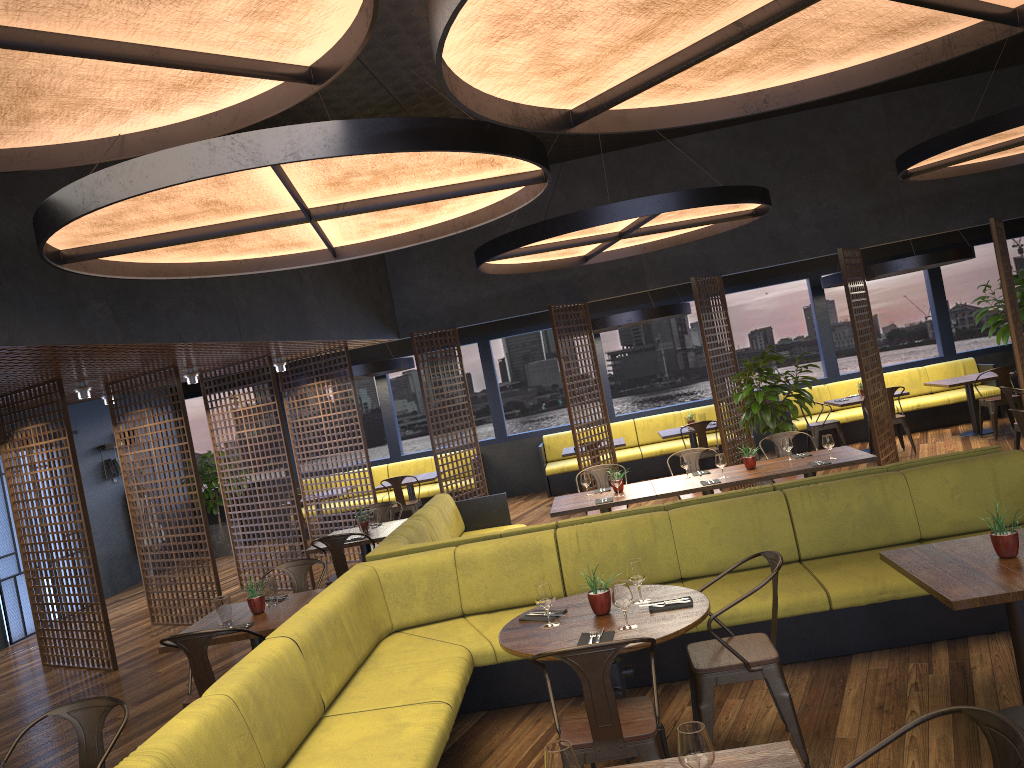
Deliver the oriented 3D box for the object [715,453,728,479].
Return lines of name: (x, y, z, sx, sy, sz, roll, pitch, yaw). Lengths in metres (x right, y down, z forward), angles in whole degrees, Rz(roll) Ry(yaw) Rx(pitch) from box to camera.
object: (1.799, 0.704, 7.608, 0.097, 0.206, 0.097, -11, 1, -39)

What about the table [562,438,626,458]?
table: (1.232, 1.255, 12.634, 0.887, 0.763, 0.906, -11, 1, 5)

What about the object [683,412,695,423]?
object: (2.525, 0.483, 12.501, 0.238, 0.271, 0.260, -10, 1, 27)

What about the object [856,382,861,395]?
object: (4.830, 0.047, 12.268, 0.238, 0.271, 0.260, -10, 1, 27)

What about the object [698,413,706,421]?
object: (2.668, 0.503, 12.410, 0.102, 0.178, 0.102, -11, 1, -9)

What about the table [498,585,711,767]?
table: (0.501, 1.475, 4.206, 1.007, 0.760, 1.007, -10, 1, 43)

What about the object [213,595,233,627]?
object: (-1.797, 1.419, 5.538, 0.102, 0.178, 0.102, -11, 1, -9)

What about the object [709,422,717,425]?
object: (2.843, 0.551, 12.447, 0.157, 0.019, 0.255, -11, 1, 5)

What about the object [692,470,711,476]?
object: (1.722, 0.810, 8.072, 0.157, 0.019, 0.255, -11, 1, 6)

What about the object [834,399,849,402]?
object: (4.572, 0.224, 12.324, 0.157, 0.019, 0.255, -11, 1, 5)

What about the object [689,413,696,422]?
object: (2.585, 0.517, 12.669, 0.102, 0.178, 0.102, -11, 1, -9)

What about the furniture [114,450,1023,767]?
furniture: (0.937, 1.308, 5.046, 4.895, 0.914, 7.462, -11, 1, 1)

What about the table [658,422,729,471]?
table: (2.603, 0.995, 12.502, 0.906, 0.763, 0.887, -11, 1, 5)

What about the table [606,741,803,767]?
table: (0.400, 1.514, 2.201, 0.906, 0.763, 0.887, -11, 1, 5)

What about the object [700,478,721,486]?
object: (1.677, 0.824, 7.509, 0.157, 0.019, 0.255, -11, 1, 6)

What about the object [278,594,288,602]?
object: (-1.620, 1.462, 6.019, 0.255, 0.019, 0.157, -11, 1, 5)

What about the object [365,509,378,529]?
object: (-1.346, 1.304, 8.550, 0.102, 0.178, 0.102, -11, 1, 21)

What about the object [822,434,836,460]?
object: (2.688, 0.536, 7.520, 0.097, 0.206, 0.097, -11, 1, -39)

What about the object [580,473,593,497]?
object: (0.676, 0.913, 8.060, 0.097, 0.206, 0.097, -11, 1, -39)

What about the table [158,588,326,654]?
table: (-1.568, 1.854, 5.707, 0.887, 0.763, 0.906, -11, 1, 5)

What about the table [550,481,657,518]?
table: (0.874, 1.369, 7.875, 0.906, 0.763, 0.887, -11, 1, 5)

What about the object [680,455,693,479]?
object: (1.565, 0.745, 7.972, 0.097, 0.206, 0.097, -11, 1, -39)

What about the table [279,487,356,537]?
table: (-2.777, 2.013, 13.033, 0.887, 0.763, 0.906, -11, 1, 5)

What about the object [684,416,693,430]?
object: (2.460, 0.544, 12.334, 0.102, 0.178, 0.102, -11, 1, -9)

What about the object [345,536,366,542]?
object: (-1.458, 1.411, 8.082, 0.255, 0.019, 0.157, -11, 1, 5)

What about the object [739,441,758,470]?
object: (2.068, 0.615, 7.797, 0.238, 0.271, 0.260, -10, 1, 27)

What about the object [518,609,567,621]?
object: (0.171, 1.141, 4.392, 0.255, 0.019, 0.157, -10, 1, 38)

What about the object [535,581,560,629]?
object: (0.163, 1.048, 4.218, 0.097, 0.206, 0.097, -11, 1, -43)

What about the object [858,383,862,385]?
object: (4.913, 0.076, 12.437, 0.102, 0.178, 0.102, -11, 1, -9)

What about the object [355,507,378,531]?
object: (-1.402, 1.269, 8.379, 0.260, 0.271, 0.238, -11, 1, 7)

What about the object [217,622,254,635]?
object: (-1.711, 1.486, 5.387, 0.255, 0.019, 0.157, -11, 1, 5)

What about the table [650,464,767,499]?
table: (1.760, 1.201, 7.786, 0.906, 0.763, 0.887, -11, 1, 5)

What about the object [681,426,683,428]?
object: (2.565, 0.600, 12.833, 0.255, 0.019, 0.157, -11, 1, 5)

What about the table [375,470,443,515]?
table: (-1.408, 1.754, 12.897, 0.887, 0.763, 0.906, -11, 1, 5)

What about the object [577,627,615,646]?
object: (0.366, 1.108, 3.878, 0.157, 0.019, 0.255, -11, 1, 12)

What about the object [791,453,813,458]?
object: (2.611, 0.642, 7.984, 0.157, 0.019, 0.255, -11, 1, 6)

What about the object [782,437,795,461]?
object: (2.453, 0.577, 7.883, 0.097, 0.206, 0.097, -11, 1, -39)

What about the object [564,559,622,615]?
object: (0.398, 0.967, 4.244, 0.238, 0.271, 0.260, -10, 1, 27)

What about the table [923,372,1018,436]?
table: (6.317, 0.293, 12.129, 0.887, 0.763, 0.906, -11, 1, 5)

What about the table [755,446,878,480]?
table: (2.645, 1.034, 7.704, 0.906, 0.763, 0.887, -11, 1, 5)

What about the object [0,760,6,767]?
object: (-1.852, 1.453, 3.168, 0.102, 0.178, 0.102, -11, 1, -9)

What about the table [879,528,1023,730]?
table: (2.287, 1.139, 3.918, 0.887, 0.763, 0.906, -11, 1, 5)

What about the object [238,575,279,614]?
object: (-1.652, 1.343, 5.715, 0.260, 0.271, 0.238, -11, 1, 7)

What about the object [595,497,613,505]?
object: (0.788, 0.992, 7.597, 0.157, 0.019, 0.255, -11, 1, 6)

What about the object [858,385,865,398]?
object: (4.787, 0.104, 12.101, 0.102, 0.178, 0.102, -11, 1, -9)

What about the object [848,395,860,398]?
object: (4.892, 0.160, 12.600, 0.255, 0.019, 0.157, -11, 1, 5)

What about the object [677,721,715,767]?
object: (0.490, 1.004, 2.335, 0.097, 0.206, 0.097, -11, 1, 6)

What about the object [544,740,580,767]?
object: (0.141, 1.070, 2.377, 0.097, 0.206, 0.097, -11, 1, -3)

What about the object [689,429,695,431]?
object: (2.510, 0.617, 12.172, 0.255, 0.019, 0.157, -11, 1, 5)

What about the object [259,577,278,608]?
object: (-1.599, 1.379, 5.855, 0.102, 0.178, 0.102, -11, 1, -9)

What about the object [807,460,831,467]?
object: (2.565, 0.656, 7.421, 0.157, 0.019, 0.255, -11, 1, 6)

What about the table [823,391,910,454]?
table: (4.950, 0.551, 12.269, 0.906, 0.763, 0.887, -11, 1, 5)

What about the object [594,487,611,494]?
object: (0.834, 0.978, 8.161, 0.157, 0.019, 0.255, -11, 1, 6)

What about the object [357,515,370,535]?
object: (-1.367, 1.311, 8.229, 0.102, 0.178, 0.102, -11, 1, 11)

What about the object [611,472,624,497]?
object: (0.911, 0.872, 7.696, 0.097, 0.206, 0.097, -11, 1, -39)

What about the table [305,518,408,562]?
table: (-1.319, 1.781, 8.395, 0.887, 0.763, 0.906, -11, 1, 5)

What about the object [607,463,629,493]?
object: (0.919, 0.832, 7.911, 0.238, 0.271, 0.260, -10, 1, 27)
